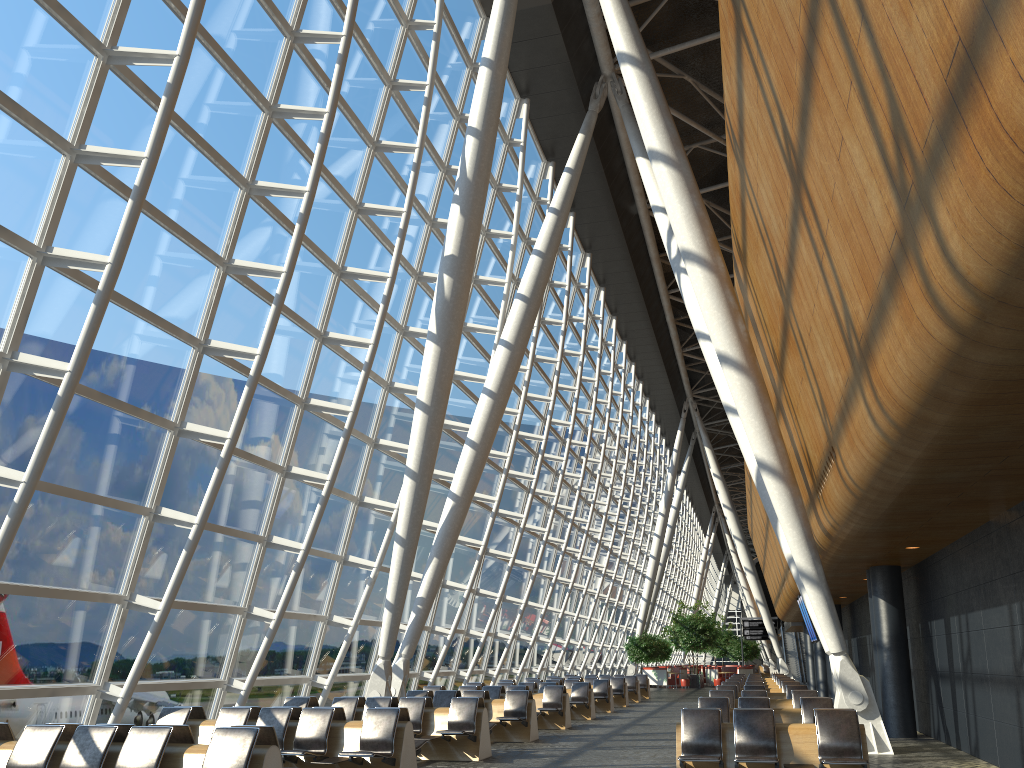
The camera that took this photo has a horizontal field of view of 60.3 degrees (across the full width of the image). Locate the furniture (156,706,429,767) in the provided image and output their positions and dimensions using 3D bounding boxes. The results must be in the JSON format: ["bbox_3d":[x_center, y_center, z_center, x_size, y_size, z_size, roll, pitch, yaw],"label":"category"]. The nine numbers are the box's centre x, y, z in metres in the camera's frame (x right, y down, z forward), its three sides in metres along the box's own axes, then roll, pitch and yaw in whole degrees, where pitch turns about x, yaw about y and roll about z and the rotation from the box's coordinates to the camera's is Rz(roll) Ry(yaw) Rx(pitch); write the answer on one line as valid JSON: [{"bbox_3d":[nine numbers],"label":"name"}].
[{"bbox_3d":[-2.742,4.272,10.433,3.257,0.849,1.699,-5,-17,15],"label":"furniture"}]

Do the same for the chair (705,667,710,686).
[{"bbox_3d":[10.809,15.634,47.127,0.667,0.987,0.631,11,-18,-39],"label":"chair"}]

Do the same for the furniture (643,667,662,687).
[{"bbox_3d":[7.725,16.038,48.329,0.893,0.984,2.884,-8,-18,26],"label":"furniture"}]

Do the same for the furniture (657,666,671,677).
[{"bbox_3d":[9.417,17.347,52.532,0.890,0.984,2.895,4,-17,-17],"label":"furniture"}]

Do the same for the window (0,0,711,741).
[{"bbox_3d":[13.086,16.859,72.255,3.726,13.714,170.110,-4,-18,14],"label":"window"}]

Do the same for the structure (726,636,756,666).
[{"bbox_3d":[13.994,16.784,53.716,1.740,2.716,1.815,6,-15,-27],"label":"structure"}]

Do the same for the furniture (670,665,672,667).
[{"bbox_3d":[11.135,20.019,61.065,0.889,0.984,2.897,-4,-17,12],"label":"furniture"}]

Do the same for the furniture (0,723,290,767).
[{"bbox_3d":[-3.525,3.385,7.596,3.257,0.849,1.699,-5,-17,15],"label":"furniture"}]

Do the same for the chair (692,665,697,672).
[{"bbox_3d":[12.474,20.082,61.302,0.662,0.987,0.636,4,-14,-19],"label":"chair"}]

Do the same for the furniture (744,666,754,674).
[{"bbox_3d":[13.737,17.171,52.090,0.893,0.984,2.884,-8,-18,26],"label":"furniture"}]

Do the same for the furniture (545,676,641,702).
[{"bbox_3d":[2.744,10.479,30.296,3.257,0.849,1.699,-5,-17,15],"label":"furniture"}]

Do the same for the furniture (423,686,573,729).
[{"bbox_3d":[-0.391,6.932,18.946,3.257,0.849,1.699,-5,-17,15],"label":"furniture"}]

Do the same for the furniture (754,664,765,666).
[{"bbox_3d":[25.520,29.673,91.873,1.900,0.849,1.699,-5,-17,14],"label":"furniture"}]

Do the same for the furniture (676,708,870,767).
[{"bbox_3d":[2.698,3.850,9.237,1.900,0.849,1.699,-5,-17,14],"label":"furniture"}]

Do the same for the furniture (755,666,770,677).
[{"bbox_3d":[19.251,22.580,69.173,1.900,0.849,1.699,-5,-17,14],"label":"furniture"}]

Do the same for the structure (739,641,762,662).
[{"bbox_3d":[17.023,19.727,63.497,1.892,2.927,1.973,6,-15,-27],"label":"structure"}]

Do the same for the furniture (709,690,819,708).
[{"bbox_3d":[4.266,5.623,14.912,1.900,0.849,1.699,-5,-17,14],"label":"furniture"}]

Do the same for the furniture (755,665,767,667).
[{"bbox_3d":[21.602,25.240,77.685,1.900,0.849,1.699,-5,-17,14],"label":"furniture"}]

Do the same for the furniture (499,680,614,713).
[{"bbox_3d":[1.176,8.706,24.621,3.257,0.849,1.699,-5,-17,15],"label":"furniture"}]

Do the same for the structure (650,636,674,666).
[{"bbox_3d":[9.051,16.965,54.213,1.764,2.749,1.840,6,-15,-27],"label":"structure"}]

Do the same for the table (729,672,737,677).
[{"bbox_3d":[11.173,15.184,45.289,0.804,0.733,0.813,-9,-17,30],"label":"table"}]

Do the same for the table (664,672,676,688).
[{"bbox_3d":[8.080,15.306,45.593,0.799,0.733,0.818,3,-15,-13],"label":"table"}]

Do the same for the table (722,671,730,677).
[{"bbox_3d":[11.390,15.928,47.656,0.804,0.733,0.813,-9,-17,30],"label":"table"}]

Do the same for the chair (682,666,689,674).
[{"bbox_3d":[10.458,17.609,53.393,0.629,0.987,0.670,-12,-18,39],"label":"chair"}]

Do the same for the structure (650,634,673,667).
[{"bbox_3d":[8.409,15.945,51.020,1.791,2.787,1.868,6,-15,-27],"label":"structure"}]

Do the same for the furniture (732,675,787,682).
[{"bbox_3d":[8.184,10.057,29.099,1.900,0.849,1.699,-5,-17,14],"label":"furniture"}]

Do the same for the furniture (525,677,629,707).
[{"bbox_3d":[1.960,9.592,27.458,3.257,0.849,1.699,-5,-17,15],"label":"furniture"}]

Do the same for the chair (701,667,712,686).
[{"bbox_3d":[10.838,15.997,48.283,0.628,0.987,0.670,11,-18,-39],"label":"chair"}]

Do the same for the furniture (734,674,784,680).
[{"bbox_3d":[8.967,10.943,31.937,1.900,0.849,1.699,-5,-17,14],"label":"furniture"}]

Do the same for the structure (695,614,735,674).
[{"bbox_3d":[14.054,18.508,62.047,3.122,4.433,5.829,-11,-18,36],"label":"structure"}]

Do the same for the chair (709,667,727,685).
[{"bbox_3d":[10.515,14.945,44.933,0.664,0.987,0.634,7,-16,-29],"label":"chair"}]

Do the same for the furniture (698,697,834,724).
[{"bbox_3d":[3.482,4.736,12.075,1.900,0.849,1.699,-5,-17,14],"label":"furniture"}]

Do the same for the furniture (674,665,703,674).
[{"bbox_3d":[12.838,20.751,63.437,2.846,0.986,0.904,10,-18,-31],"label":"furniture"}]

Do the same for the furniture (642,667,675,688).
[{"bbox_3d":[7.460,15.132,45.443,0.890,0.984,2.895,4,-17,-17],"label":"furniture"}]

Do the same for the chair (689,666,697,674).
[{"bbox_3d":[10.454,17.185,52.045,0.667,0.987,0.631,-12,-18,39],"label":"chair"}]

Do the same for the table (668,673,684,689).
[{"bbox_3d":[8.175,14.784,43.938,0.799,0.733,0.818,3,-15,-13],"label":"table"}]

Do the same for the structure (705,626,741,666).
[{"bbox_3d":[13.772,17.599,57.430,2.292,3.398,2.260,-8,-15,27],"label":"structure"}]

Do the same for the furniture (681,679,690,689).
[{"bbox_3d":[8.573,14.820,43.593,0.446,0.449,0.451,9,-17,-31],"label":"furniture"}]

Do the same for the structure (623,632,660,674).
[{"bbox_3d":[6.541,13.869,44.257,1.740,2.716,1.815,6,-15,-27],"label":"structure"}]

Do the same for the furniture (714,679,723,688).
[{"bbox_3d":[10.205,14.810,43.603,0.445,0.449,0.451,-8,-16,26],"label":"furniture"}]

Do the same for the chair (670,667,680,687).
[{"bbox_3d":[8.500,15.394,46.304,0.629,0.987,0.670,-12,-18,39],"label":"chair"}]

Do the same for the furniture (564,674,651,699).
[{"bbox_3d":[3.527,11.366,33.133,3.257,0.849,1.699,-5,-17,15],"label":"furniture"}]

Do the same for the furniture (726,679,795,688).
[{"bbox_3d":[6.617,8.283,23.425,1.900,0.849,1.699,-5,-17,14],"label":"furniture"}]

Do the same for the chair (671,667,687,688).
[{"bbox_3d":[8.496,14.970,44.956,0.667,0.987,0.631,-12,-18,39],"label":"chair"}]

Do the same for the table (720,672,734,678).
[{"bbox_3d":[10.652,14.743,43.874,0.804,0.733,0.813,-9,-17,30],"label":"table"}]

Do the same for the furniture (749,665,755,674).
[{"bbox_3d":[16.349,19.935,60.938,0.889,0.984,2.897,-4,-17,12],"label":"furniture"}]

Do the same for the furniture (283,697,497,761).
[{"bbox_3d":[-1.958,5.159,13.271,3.257,0.849,1.699,-5,-17,15],"label":"furniture"}]

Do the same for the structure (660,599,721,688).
[{"bbox_3d":[9.466,13.829,47.062,3.094,4.430,5.945,-2,-16,7],"label":"structure"}]

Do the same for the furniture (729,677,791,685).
[{"bbox_3d":[7.400,9.170,26.262,1.900,0.849,1.699,-5,-17,14],"label":"furniture"}]

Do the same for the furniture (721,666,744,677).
[{"bbox_3d":[12.044,15.862,47.886,0.890,0.984,2.895,4,-17,-17],"label":"furniture"}]

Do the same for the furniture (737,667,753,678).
[{"bbox_3d":[11.779,14.956,45.001,0.893,0.984,2.884,-8,-18,26],"label":"furniture"}]

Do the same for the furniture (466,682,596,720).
[{"bbox_3d":[0.393,7.819,21.783,3.257,0.849,1.699,-5,-17,15],"label":"furniture"}]

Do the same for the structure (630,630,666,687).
[{"bbox_3d":[7.212,14.644,47.046,1.919,2.901,1.908,2,-14,-11],"label":"structure"}]

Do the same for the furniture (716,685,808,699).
[{"bbox_3d":[5.049,6.510,17.750,1.900,0.849,1.699,-5,-17,14],"label":"furniture"}]

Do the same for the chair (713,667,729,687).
[{"bbox_3d":[10.855,15.270,45.971,0.626,0.987,0.673,7,-16,-29],"label":"chair"}]

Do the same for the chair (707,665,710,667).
[{"bbox_3d":[13.518,19.389,59.126,0.660,0.987,0.637,0,-14,0],"label":"chair"}]

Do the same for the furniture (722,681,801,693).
[{"bbox_3d":[5.833,7.397,20.587,1.900,0.849,1.699,-5,-17,14],"label":"furniture"}]

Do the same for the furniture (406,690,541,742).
[{"bbox_3d":[-1.175,6.045,16.108,3.257,0.849,1.699,-5,-17,15],"label":"furniture"}]
